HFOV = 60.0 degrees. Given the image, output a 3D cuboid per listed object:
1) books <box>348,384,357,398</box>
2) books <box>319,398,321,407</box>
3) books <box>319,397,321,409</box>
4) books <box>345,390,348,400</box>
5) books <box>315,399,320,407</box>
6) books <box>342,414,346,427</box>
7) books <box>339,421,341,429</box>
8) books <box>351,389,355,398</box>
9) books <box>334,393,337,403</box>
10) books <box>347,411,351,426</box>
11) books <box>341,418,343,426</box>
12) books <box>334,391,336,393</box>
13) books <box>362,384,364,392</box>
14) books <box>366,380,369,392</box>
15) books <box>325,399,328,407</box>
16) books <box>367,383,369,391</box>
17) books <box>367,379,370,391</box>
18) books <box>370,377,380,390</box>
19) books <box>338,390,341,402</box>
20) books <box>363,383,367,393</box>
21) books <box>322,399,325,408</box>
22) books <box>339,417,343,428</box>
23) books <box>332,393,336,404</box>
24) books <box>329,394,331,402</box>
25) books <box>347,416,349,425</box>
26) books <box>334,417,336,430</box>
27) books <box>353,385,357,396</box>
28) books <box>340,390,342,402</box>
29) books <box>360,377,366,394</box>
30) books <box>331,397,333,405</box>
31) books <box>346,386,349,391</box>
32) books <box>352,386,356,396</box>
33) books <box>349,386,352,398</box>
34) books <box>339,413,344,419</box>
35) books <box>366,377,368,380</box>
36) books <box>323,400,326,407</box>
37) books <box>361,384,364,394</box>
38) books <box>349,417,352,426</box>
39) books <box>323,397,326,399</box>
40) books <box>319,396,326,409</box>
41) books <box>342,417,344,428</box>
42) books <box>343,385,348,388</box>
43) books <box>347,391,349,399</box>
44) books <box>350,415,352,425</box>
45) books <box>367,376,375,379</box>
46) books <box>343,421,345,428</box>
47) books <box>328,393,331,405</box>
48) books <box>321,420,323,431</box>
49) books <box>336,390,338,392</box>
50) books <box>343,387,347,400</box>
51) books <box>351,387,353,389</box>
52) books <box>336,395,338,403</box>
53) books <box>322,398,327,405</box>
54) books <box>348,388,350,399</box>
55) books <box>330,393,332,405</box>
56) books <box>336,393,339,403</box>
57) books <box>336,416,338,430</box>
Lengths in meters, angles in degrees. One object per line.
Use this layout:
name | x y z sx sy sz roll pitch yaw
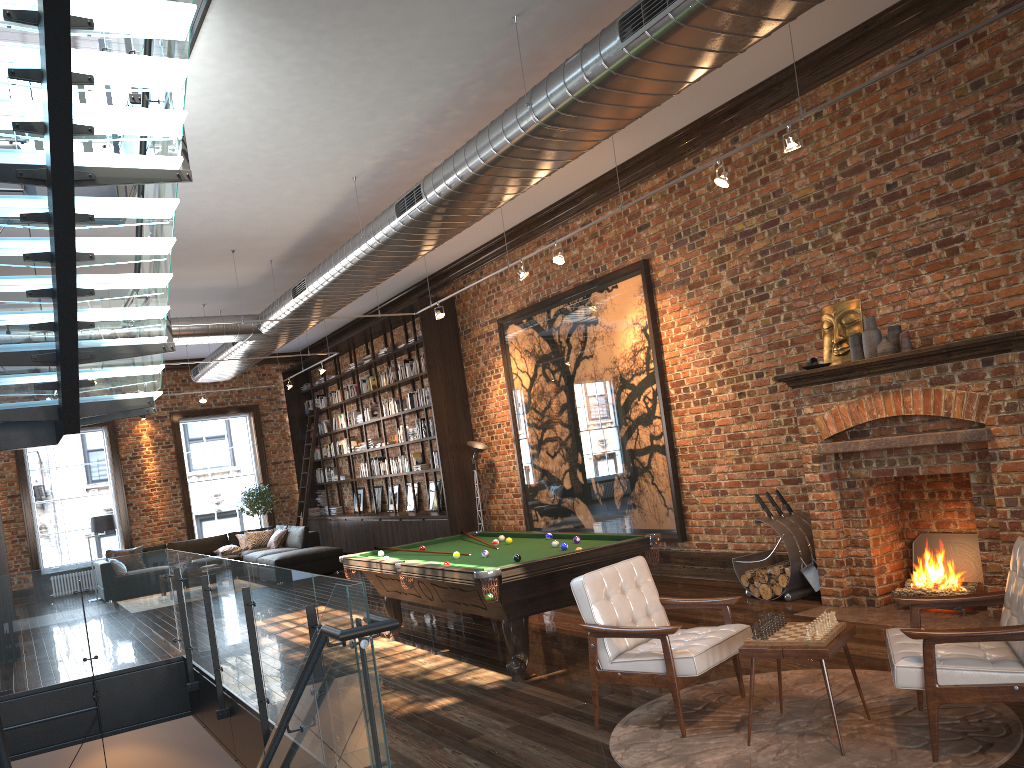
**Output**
books | -3.038 0.148 17.036 0.175 0.289 0.030 -7 0 -30
books | -3.953 0.419 18.667 0.179 0.249 0.014 -7 0 -30
books | -3.983 0.411 18.737 0.158 0.285 0.008 -8 0 -30
books | -3.142 0.219 17.205 0.186 0.200 0.030 -7 0 -30
books | -4.033 0.434 18.739 0.234 0.252 0.028 -7 0 -30
books | -3.240 0.725 17.519 0.177 0.286 0.088 -7 0 -30
books | -3.395 0.768 17.810 0.147 0.287 0.012 -8 0 -30
books | -2.974 0.179 16.944 0.165 0.194 0.030 -7 0 -30
books | -3.480 0.295 17.826 0.155 0.237 0.034 -7 0 -30
books | -3.108 0.675 17.286 0.182 0.314 0.013 -7 0 -30
books | -3.299 0.777 17.646 0.157 0.219 0.034 -7 0 -30
books | -3.481 0.273 17.854 0.158 0.285 0.014 -8 0 -30
books | -2.671 0.091 16.402 0.165 0.203 0.038 -7 0 -30
books | -2.582 0.047 16.255 0.160 0.244 0.032 -7 0 -30
books | -3.810 0.409 18.451 0.136 0.202 0.086 -7 0 -30
books | -2.560 0.044 16.221 0.152 0.239 0.016 -7 0 -30
books | -2.525 0.030 16.110 0.190 0.239 0.008 -7 0 -30
books | -2.456 0.005 16.008 0.190 0.255 0.062 -7 0 -30
books | -3.367 0.251 17.629 0.159 0.264 0.011 -7 0 -30
books | -2.643 0.082 16.321 0.192 0.202 0.027 -7 0 -30
books | -3.865 0.412 18.497 0.172 0.214 0.025 -7 0 -30
books | -3.336 0.774 17.696 0.180 0.242 0.036 -7 0 -30
books | -3.529 0.301 17.920 0.177 0.254 0.036 -7 0 -30
books | -3.626 0.329 18.081 0.154 0.249 0.032 -7 0 -30
books | -3.139 0.727 17.341 0.190 0.226 0.025 -7 0 -30
books | -3.523 0.806 18.028 0.173 0.283 0.113 -7 0 -30
books | -2.916 0.137 16.841 0.142 0.250 0.078 -8 0 -30
books | -3.294 0.237 17.497 0.182 0.252 0.015 -7 0 -30
books | -2.728 0.043 16.481 0.185 0.328 0.069 -8 0 -30
books | -3.568 0.344 17.996 0.176 0.190 0.031 -7 0 -30
books | -3.116 0.171 17.183 0.159 0.286 0.014 -8 0 -30
books | -2.936 0.142 16.870 0.167 0.248 0.072 -7 0 -30
books | -3.011 0.158 16.989 0.184 0.253 0.030 -7 0 -30
books | -3.355 0.741 17.716 0.170 0.315 0.014 -8 0 -30
books | -2.591 0.017 16.278 0.137 0.308 0.014 -8 0 -30
books | -3.826 0.415 18.459 0.170 0.195 0.084 -7 -1 -30
books | -2.709 0.098 16.472 0.172 0.211 0.057 -7 0 -30
books | -3.061 0.712 17.221 0.181 0.218 0.034 -7 0 -30
books | -3.871 0.396 18.534 0.128 0.253 0.015 -8 0 -30
books | -3.916 0.391 18.562 0.189 0.280 0.017 -7 0 -30
books | -3.289 0.736 17.619 0.155 0.293 0.026 -8 0 -30
books | -3.224 0.186 17.385 0.165 0.315 0.016 -8 0 -30
books | -3.102 0.218 17.159 0.176 0.185 0.035 -7 0 -30
books | -3.043 0.705 17.197 0.160 0.223 0.025 -7 0 -30
books | -2.526 0.003 16.142 0.180 0.298 0.009 -7 0 -30
books | -3.256 0.786 17.596 0.159 0.180 0.040 -7 0 -30
books | -3.642 0.318 18.108 0.187 0.280 0.028 -7 0 -30
books | -3.921 0.907 18.715 0.183 0.293 0.006 -7 0 -30
books | -3.434 0.265 17.789 0.140 0.279 0.024 -8 0 -30
books | -3.170 0.194 17.263 0.191 0.266 0.017 -7 0 -30
books | -2.979 0.165 16.974 0.156 0.228 0.026 -7 0 -30
books | -3.419 0.288 17.724 0.180 0.220 0.027 -7 0 -30
books | -3.869 0.411 18.517 0.180 0.220 0.015 -7 0 -30
books | -3.059 0.185 17.074 0.171 0.225 0.030 -7 0 -30
books | -3.595 0.308 18.025 0.182 0.274 0.013 -7 0 -30
books | -3.395 0.285 17.656 0.177 0.208 0.034 -7 0 -30
books | -3.460 0.787 17.929 0.173 0.286 0.091 -7 0 -30
